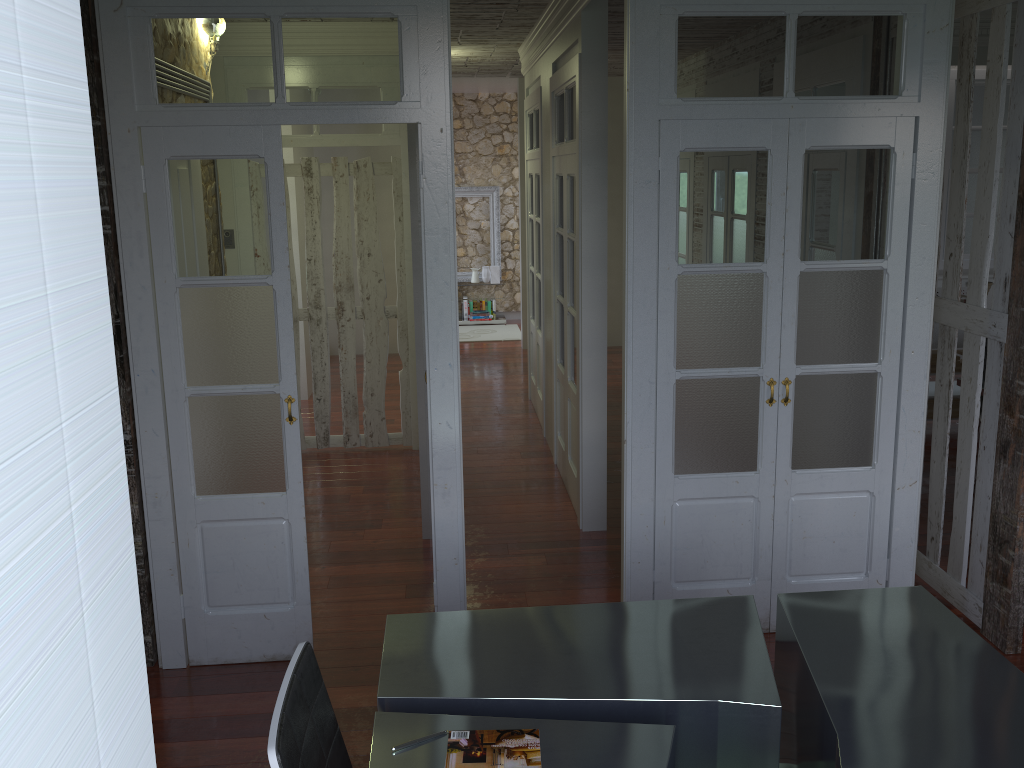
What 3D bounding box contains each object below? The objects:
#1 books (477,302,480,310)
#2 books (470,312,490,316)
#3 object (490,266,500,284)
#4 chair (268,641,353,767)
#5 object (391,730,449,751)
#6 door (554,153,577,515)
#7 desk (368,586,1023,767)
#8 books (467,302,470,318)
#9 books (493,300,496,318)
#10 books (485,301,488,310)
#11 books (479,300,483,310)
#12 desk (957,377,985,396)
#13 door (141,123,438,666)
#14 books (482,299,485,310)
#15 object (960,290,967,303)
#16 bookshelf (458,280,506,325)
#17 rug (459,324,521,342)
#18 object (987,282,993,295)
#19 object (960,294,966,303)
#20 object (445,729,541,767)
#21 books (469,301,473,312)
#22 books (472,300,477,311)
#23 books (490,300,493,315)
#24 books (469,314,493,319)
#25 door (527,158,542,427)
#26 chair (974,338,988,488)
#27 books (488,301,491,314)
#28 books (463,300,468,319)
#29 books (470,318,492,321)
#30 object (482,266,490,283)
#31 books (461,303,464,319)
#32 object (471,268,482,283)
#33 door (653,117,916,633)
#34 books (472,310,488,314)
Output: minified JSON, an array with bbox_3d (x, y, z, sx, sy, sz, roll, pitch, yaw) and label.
[{"bbox_3d":[-0.449,-1.000,11.859,0.037,0.212,0.170,-2,12,-4],"label":"books"},{"bbox_3d":[-0.422,-0.921,11.648,0.254,0.030,0.176,-1,13,1],"label":"books"},{"bbox_3d":[-0.221,-1.431,11.591,0.118,0.225,0.074,-2,11,-4],"label":"object"},{"bbox_3d":[-0.188,1.087,1.989,0.601,0.910,0.480,-2,11,-4],"label":"chair"},{"bbox_3d":[-0.217,0.849,2.113,0.149,0.011,0.011,-8,14,-28],"label":"object"},{"bbox_3d":[0.346,-0.341,5.416,0.041,2.065,1.088,-2,11,-4],"label":"door"},{"bbox_3d":[0.531,1.168,2.141,1.712,0.647,1.461,-2,13,-4],"label":"desk"},{"bbox_3d":[-0.582,-0.992,11.848,0.026,0.204,0.163,-2,12,-4],"label":"books"},{"bbox_3d":[-0.244,-1.016,11.865,0.034,0.232,0.185,-2,12,-4],"label":"books"},{"bbox_3d":[-0.347,-1.013,11.861,0.034,0.232,0.185,-2,12,-4],"label":"books"},{"bbox_3d":[-0.414,-1.011,11.856,0.034,0.232,0.185,-2,12,-4],"label":"books"},{"bbox_3d":[3.410,0.591,4.174,1.300,0.720,2.535,-2,13,-4],"label":"desk"},{"bbox_3d":[-0.746,0.072,3.574,1.191,2.160,0.485,-8,13,-30],"label":"door"},{"bbox_3d":[-0.380,-1.011,11.855,0.034,0.232,0.185,-2,12,-4],"label":"books"},{"bbox_3d":[3.346,-0.600,6.467,0.128,0.284,0.129,-9,14,-37],"label":"object"},{"bbox_3d":[-0.792,-1.067,11.770,1.400,0.544,0.404,-2,12,-4],"label":"bookshelf"},{"bbox_3d":[-0.420,-0.636,11.079,1.068,0.016,1.080,-2,14,-4],"label":"rug"},{"bbox_3d":[3.453,-0.612,6.525,0.143,0.276,0.145,1,11,9],"label":"object"},{"bbox_3d":[3.468,-0.610,6.783,0.160,0.151,0.218,-5,13,-19],"label":"object"},{"bbox_3d":[-0.043,0.879,1.996,0.223,0.012,0.310,-1,14,0],"label":"object"},{"bbox_3d":[-0.548,-1.005,11.867,0.045,0.220,0.176,-2,12,-4],"label":"books"},{"bbox_3d":[-0.495,-1.004,11.849,0.057,0.225,0.173,-2,12,-4],"label":"books"},{"bbox_3d":[-0.274,-1.014,11.866,0.026,0.229,0.161,-2,12,-4],"label":"books"},{"bbox_3d":[-0.416,-0.890,11.651,0.285,0.031,0.199,-6,14,-19],"label":"books"},{"bbox_3d":[0.205,-0.758,7.159,0.041,2.065,1.088,-2,11,-4],"label":"door"},{"bbox_3d":[3.174,0.170,5.561,0.476,0.910,0.607,4,13,25],"label":"chair"},{"bbox_3d":[-0.309,-1.010,11.872,0.045,0.220,0.176,-2,12,-4],"label":"books"},{"bbox_3d":[-0.622,-1.021,11.841,0.053,0.266,0.178,-2,12,-4],"label":"books"},{"bbox_3d":[-0.416,-0.860,11.657,0.284,0.032,0.200,-2,13,-4],"label":"books"},{"bbox_3d":[-0.343,-1.446,11.703,0.115,0.207,0.113,7,14,35],"label":"object"},{"bbox_3d":[-0.662,-0.988,11.841,0.027,0.204,0.163,-2,12,-4],"label":"books"},{"bbox_3d":[-0.481,-1.436,11.702,0.116,0.192,0.137,4,13,25],"label":"object"},{"bbox_3d":[1.100,0.016,3.670,1.057,2.158,0.041,-2,11,-4],"label":"door"},{"bbox_3d":[-0.417,-0.946,11.642,0.204,0.023,0.145,-2,13,-4],"label":"books"}]
